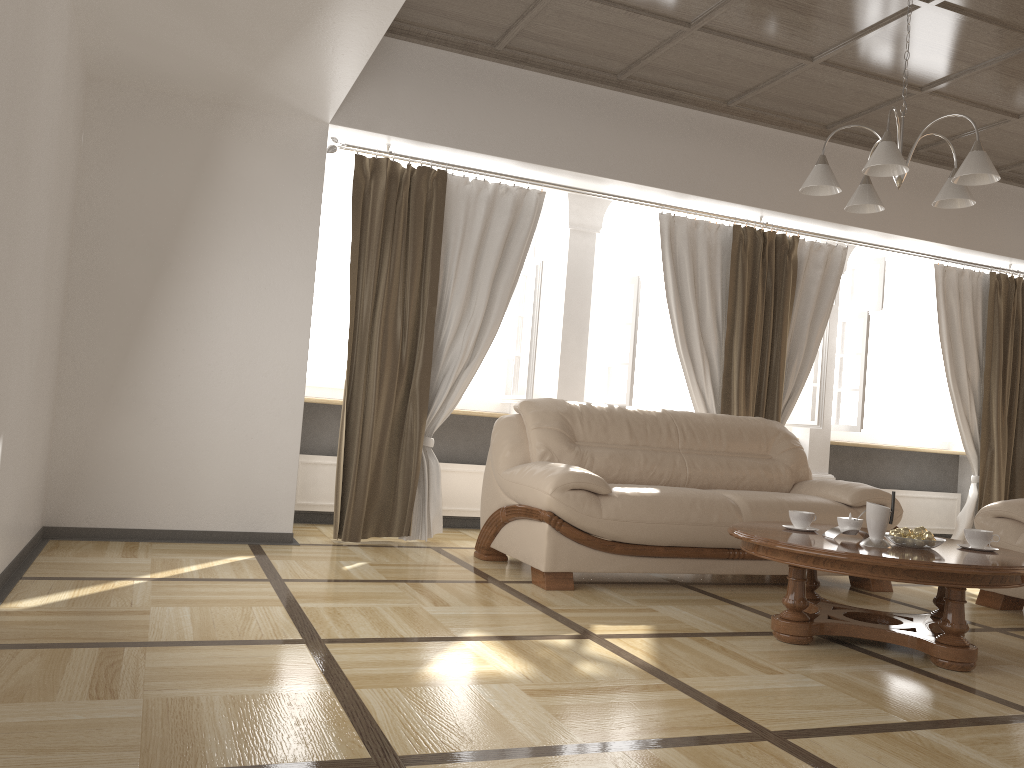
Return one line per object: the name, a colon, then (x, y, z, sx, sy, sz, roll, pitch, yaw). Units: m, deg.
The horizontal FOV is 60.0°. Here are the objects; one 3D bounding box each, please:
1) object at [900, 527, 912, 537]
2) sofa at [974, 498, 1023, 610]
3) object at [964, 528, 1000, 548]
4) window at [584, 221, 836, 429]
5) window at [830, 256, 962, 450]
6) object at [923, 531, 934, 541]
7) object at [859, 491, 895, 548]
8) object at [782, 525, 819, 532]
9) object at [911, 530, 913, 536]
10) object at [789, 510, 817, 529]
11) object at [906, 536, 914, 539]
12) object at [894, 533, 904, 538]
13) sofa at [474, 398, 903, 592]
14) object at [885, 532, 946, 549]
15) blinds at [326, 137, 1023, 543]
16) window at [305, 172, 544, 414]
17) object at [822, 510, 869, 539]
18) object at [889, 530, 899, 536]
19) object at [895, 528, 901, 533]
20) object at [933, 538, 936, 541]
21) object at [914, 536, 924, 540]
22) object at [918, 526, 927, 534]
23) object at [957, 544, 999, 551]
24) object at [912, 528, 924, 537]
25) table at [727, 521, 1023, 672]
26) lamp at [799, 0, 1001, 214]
object: (1.520, 0.573, 3.423, 0.040, 0.039, 0.038, 6, -3, -37)
sofa: (3.111, 0.728, 4.215, 1.052, 0.900, 1.318, 5, -3, -22)
object: (1.851, 0.616, 3.515, 0.105, 0.071, 0.114, 5, -2, -6)
window: (1.436, -0.408, 6.599, 1.759, 1.500, 0.784, 6, -3, -22)
window: (3.283, -0.231, 7.315, 1.653, 1.500, 0.782, 5, -3, -21)
object: (1.568, 0.575, 3.340, 0.038, 0.042, 0.038, 5, -2, -13)
object: (1.383, 0.506, 3.354, 0.119, 0.210, 0.119, 7, -3, -44)
object: (1.218, 0.611, 3.742, 0.150, 0.010, 0.150, 6, -3, -36)
object: (1.572, 0.595, 3.505, 0.039, 0.039, 0.041, 3, -3, 28)
object: (1.223, 0.576, 3.748, 0.105, 0.071, 0.114, 3, -3, 29)
object: (1.523, 0.601, 3.393, 0.038, 0.040, 0.039, 6, -3, -31)
object: (1.487, 0.593, 3.411, 0.037, 0.040, 0.041, 5, -2, -9)
sofa: (0.959, 0.585, 4.869, 2.135, 0.900, 1.051, 5, -3, -21)
object: (1.552, 0.609, 3.428, 0.227, 0.039, 0.227, 4, -2, 4)
blinds: (1.539, -0.027, 6.005, 5.765, 2.294, 0.285, 5, -3, -21)
window: (-0.583, -0.603, 5.789, 1.600, 1.500, 0.781, 5, -3, -21)
object: (1.349, 0.550, 3.537, 0.178, 0.133, 0.104, 5, -2, -6)
object: (1.503, 0.592, 3.482, 0.041, 0.038, 0.039, 4, -3, 22)
object: (1.533, 0.591, 3.507, 0.038, 0.040, 0.040, 7, -3, -42)
object: (1.588, 0.597, 3.365, 0.041, 0.041, 0.038, 6, -3, -37)
object: (1.543, 0.595, 3.361, 0.041, 0.039, 0.039, 7, -3, -44)
object: (1.595, 0.575, 3.451, 0.038, 0.044, 0.038, 5, -3, -15)
object: (1.847, 0.651, 3.519, 0.150, 0.010, 0.150, 6, -3, -32)
object: (1.549, 0.569, 3.388, 0.037, 0.041, 0.040, 4, -2, 2)
table: (1.448, 0.822, 3.541, 1.169, 0.392, 1.167, 6, -3, -26)
lamp: (1.643, -1.325, 3.642, 0.713, 1.094, 0.741, 5, -3, -22)
